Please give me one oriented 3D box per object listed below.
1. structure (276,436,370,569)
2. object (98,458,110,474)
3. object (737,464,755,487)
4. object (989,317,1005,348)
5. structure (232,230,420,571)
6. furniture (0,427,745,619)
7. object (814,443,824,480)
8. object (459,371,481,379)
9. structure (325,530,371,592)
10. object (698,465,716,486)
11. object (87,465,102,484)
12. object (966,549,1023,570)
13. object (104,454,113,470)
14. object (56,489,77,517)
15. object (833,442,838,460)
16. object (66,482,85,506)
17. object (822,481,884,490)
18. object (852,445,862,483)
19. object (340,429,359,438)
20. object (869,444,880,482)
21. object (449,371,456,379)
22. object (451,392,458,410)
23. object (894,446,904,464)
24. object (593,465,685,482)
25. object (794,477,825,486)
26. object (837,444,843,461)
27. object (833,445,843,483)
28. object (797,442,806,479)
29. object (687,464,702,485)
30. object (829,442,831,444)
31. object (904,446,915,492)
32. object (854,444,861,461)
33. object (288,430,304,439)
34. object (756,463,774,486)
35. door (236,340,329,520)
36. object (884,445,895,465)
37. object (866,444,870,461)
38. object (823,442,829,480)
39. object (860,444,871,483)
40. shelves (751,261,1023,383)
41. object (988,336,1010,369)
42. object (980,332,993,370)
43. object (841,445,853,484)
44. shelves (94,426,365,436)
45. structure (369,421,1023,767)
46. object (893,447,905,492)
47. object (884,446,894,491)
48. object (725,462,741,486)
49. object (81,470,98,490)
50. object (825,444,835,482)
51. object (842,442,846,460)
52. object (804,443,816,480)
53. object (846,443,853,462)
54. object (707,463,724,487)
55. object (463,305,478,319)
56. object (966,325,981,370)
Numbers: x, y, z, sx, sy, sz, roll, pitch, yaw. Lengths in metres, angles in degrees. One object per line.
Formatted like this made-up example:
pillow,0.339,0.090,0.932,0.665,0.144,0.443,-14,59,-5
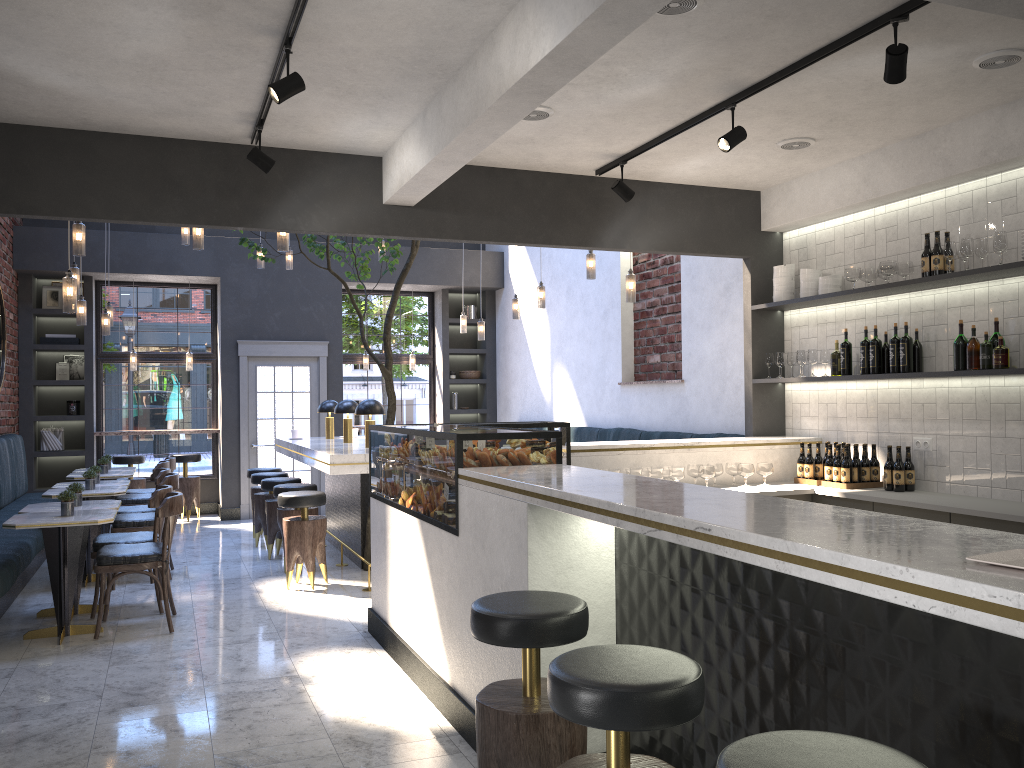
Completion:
structure,-1.537,1.090,8.453,0.990,1.050,3.490,0,-1,-21
object,-4.110,0.821,8.929,0.118,0.165,0.122,0,-1,-44
object,1.540,0.602,5.842,0.114,0.147,0.114,0,-1,-17
object,2.695,-0.223,4.931,0.081,0.294,0.081,-1,-1,6
structure,-1.184,-1.395,7.576,3.744,5.988,2.806,-1,-1,22
furniture,-1.740,1.040,8.302,6.021,1.151,5.341,0,-1,-21
object,2.095,0.540,6.061,0.069,0.279,0.070,-1,-1,30
object,-0.603,-0.127,12.691,0.305,0.123,0.305,-1,-1,0
structure,-1.533,1.510,8.449,0.496,0.210,3.499,0,-1,-21
object,1.258,0.603,5.732,0.114,0.147,0.114,0,-1,-17
object,-3.674,0.796,7.814,0.118,0.165,0.122,0,-1,-44
object,0.948,0.268,1.485,0.176,0.097,0.301,0,-1,-30
object,-4.322,0.833,9.471,0.118,0.165,0.122,0,-1,-44
object,-2.798,0.747,5.577,0.118,0.165,0.122,0,-1,-44
object,2.236,0.540,6.114,0.070,0.279,0.069,0,-1,-45
object,-3.010,0.759,6.118,0.118,0.165,0.122,0,-1,-44
object,2.232,0.656,5.815,0.307,0.038,0.231,0,-1,-21
object,2.224,0.533,5.733,0.070,0.279,0.069,0,-1,-20
object,-1.790,0.545,9.851,0.176,0.097,0.301,0,-1,-30
object,2.364,0.533,5.788,0.069,0.279,0.070,-1,0,0
object,-0.851,-0.124,12.568,0.117,0.119,0.116,-1,-1,45
object,-0.809,0.238,12.531,0.098,0.248,0.098,-1,-1,18
object,2.441,0.530,5.590,0.070,0.279,0.069,0,-1,-45
object,0.812,0.607,5.658,0.575,0.147,0.256,0,-1,-21
object,2.131,0.662,6.071,0.307,0.038,0.231,0,-1,-21
object,2.170,0.536,5.872,0.070,0.279,0.069,0,-1,-20
object,2.127,0.535,5.776,0.070,0.279,0.069,0,-1,-45
object,1.999,0.542,6.102,0.069,0.279,0.070,-1,-1,30
object,1.211,0.606,5.854,0.114,0.147,0.114,0,-1,-17
object,2.208,0.541,6.183,0.070,0.279,0.069,-1,0,10
object,2.469,0.529,5.521,0.069,0.279,0.070,-1,0,0
object,2.266,0.534,5.830,0.070,0.279,0.069,-1,-1,-15
object,-2.341,0.546,9.601,0.176,0.098,0.204,0,-1,-16
object,1.680,0.601,5.897,0.114,0.147,0.114,0,-1,-17
door,-2.881,0.569,11.205,1.132,2.219,0.152,0,-1,-21
object,2.413,0.532,5.659,0.070,0.279,0.069,-1,0,10
object,2.336,0.534,5.858,0.070,0.279,0.069,0,-1,-45
object,2.166,0.540,6.087,0.070,0.279,0.069,-1,-1,-15
object,2.293,0.533,5.761,0.069,0.279,0.070,-1,-1,30
shelves,2.593,-0.333,5.024,0.300,0.580,3.601,0,-1,-21
object,2.665,-0.183,4.907,0.082,0.215,0.257,-1,-1,6
object,2.623,-0.182,4.903,0.065,0.215,0.066,-1,-1,6
object,2.155,0.534,5.705,0.070,0.279,0.069,0,-1,-35
shelves,-3.074,0.600,11.699,4.403,0.043,0.384,0,-1,-21
structure,1.654,0.841,3.463,3.205,1.300,5.806,0,-1,-21
object,2.398,0.529,5.494,0.069,0.279,0.070,-1,-1,30
object,2.371,0.531,5.563,0.070,0.279,0.069,-1,-1,-15
object,1.492,0.605,5.964,0.114,0.147,0.114,0,-1,-17
object,-3.461,0.784,7.273,0.118,0.165,0.122,0,-1,-44
object,2.099,0.537,5.845,0.069,0.279,0.070,-1,-1,30
object,2.263,0.538,6.045,0.069,0.279,0.070,-1,0,0
object,2.026,0.541,6.032,0.070,0.279,0.069,0,-1,-45
object,2.240,0.536,5.899,0.070,0.279,0.069,0,-1,-45
object,1.351,0.605,5.909,0.114,0.147,0.114,0,-1,-17
object,-0.598,-1.022,12.719,0.214,0.215,0.213,-1,-1,-12
object,2.593,-0.202,4.978,0.076,0.257,0.077,-1,-1,40
